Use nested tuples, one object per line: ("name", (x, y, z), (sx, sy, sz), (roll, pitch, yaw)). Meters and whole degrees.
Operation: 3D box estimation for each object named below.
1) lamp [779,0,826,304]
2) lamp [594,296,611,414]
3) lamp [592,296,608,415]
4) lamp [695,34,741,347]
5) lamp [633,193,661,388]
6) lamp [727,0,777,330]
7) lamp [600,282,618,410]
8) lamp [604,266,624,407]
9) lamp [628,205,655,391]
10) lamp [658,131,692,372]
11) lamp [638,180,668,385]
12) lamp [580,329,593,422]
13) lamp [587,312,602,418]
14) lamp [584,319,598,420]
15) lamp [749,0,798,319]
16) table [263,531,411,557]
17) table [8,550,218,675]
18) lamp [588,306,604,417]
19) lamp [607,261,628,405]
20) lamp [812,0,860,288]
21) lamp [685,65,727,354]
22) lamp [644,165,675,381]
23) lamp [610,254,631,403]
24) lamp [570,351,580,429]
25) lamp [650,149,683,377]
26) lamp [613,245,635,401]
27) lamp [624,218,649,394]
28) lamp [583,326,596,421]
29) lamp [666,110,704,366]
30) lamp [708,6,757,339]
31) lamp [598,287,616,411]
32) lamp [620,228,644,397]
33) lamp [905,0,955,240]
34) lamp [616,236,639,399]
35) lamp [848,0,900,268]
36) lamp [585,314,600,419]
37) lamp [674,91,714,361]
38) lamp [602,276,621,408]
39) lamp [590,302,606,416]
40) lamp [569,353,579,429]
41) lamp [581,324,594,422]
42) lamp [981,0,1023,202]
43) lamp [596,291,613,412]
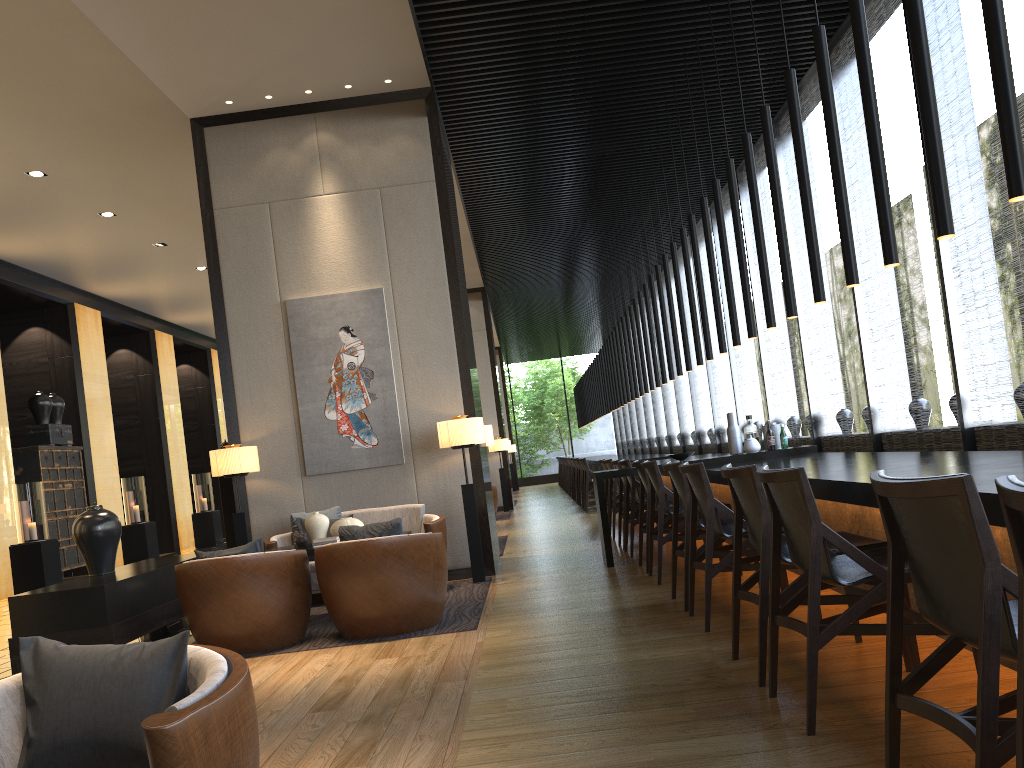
("lamp", (1.497, -1.630, 4.759), (0.060, 2.417, 0.060), (-7, -1, 6))
("lamp", (1.732, -0.630, 17.166), (0.060, 2.417, 0.060), (-6, -2, -34))
("lamp", (1.740, -0.597, 17.576), (0.060, 2.417, 0.060), (-6, -2, -34))
("lamp", (1.533, -1.478, 6.647), (0.060, 2.417, 0.060), (-7, -1, -4))
("lamp", (1.609, -1.154, 10.666), (0.060, 2.417, 0.060), (-7, -1, -4))
("lamp", (1.515, -1.553, 5.706), (0.060, 2.417, 0.060), (-7, -1, -4))
("lamp", (1.705, -0.746, 15.723), (0.060, 2.417, 0.060), (-6, -2, -34))
("lamp", (1.687, -0.823, 14.769), (0.060, 2.417, 0.060), (-6, -2, -34))
("lamp", (1.619, -1.111, 11.191), (0.060, 2.417, 0.060), (-7, -1, -4))
("lamp", (1.570, -1.319, 8.617), (0.060, 2.417, 0.060), (-7, -1, -4))
("lamp", (1.600, -1.195, 10.159), (0.060, 2.417, 0.060), (-7, -1, -4))
("lamp", (1.819, -0.260, 21.750), (0.060, 2.417, 0.060), (-6, -2, -34))
("lamp", (1.770, -0.468, 19.178), (0.060, 2.417, 0.060), (-6, -2, -34))
("lamp", (1.789, -0.386, 20.199), (0.060, 2.417, 0.060), (-6, -2, -34))
("lamp", (1.507, -1.589, 5.260), (0.060, 2.417, 0.060), (-7, -1, -4))
("table", (-1.236, 1.385, 6.266), (1.042, 0.516, 0.577), (-7, -3, 1))
("table", (-2.617, 1.545, 6.146), (0.620, 0.512, 1.965), (-7, -4, 1))
("lamp", (1.760, -0.509, 18.664), (0.060, 2.417, 0.060), (-6, -2, -34))
("lamp", (1.677, -0.864, 14.261), (0.060, 2.417, 0.060), (-6, -2, -34))
("lamp", (1.488, -1.668, 4.281), (0.060, 2.417, 0.060), (-7, -1, -4))
("lamp", (1.542, -1.440, 7.112), (0.060, 2.417, 0.060), (-7, -1, -4))
("lamp", (1.590, -1.236, 9.646), (0.060, 2.417, 0.060), (-7, -1, -4))
("lamp", (1.667, -0.905, 13.749), (0.060, 2.417, 0.060), (-7, -1, -4))
("lamp", (1.915, 0.148, 26.819), (0.060, 2.417, 0.060), (-7, -1, 6))
("lamp", (1.580, -1.277, 9.132), (0.060, 2.417, 0.060), (-7, -1, -4))
("lamp", (1.658, -0.947, 13.235), (0.060, 2.417, 0.060), (-7, -1, -4))
("lamp", (1.629, -1.070, 11.705), (0.060, 2.417, 0.060), (-7, -1, -4))
("lamp", (1.799, -0.343, 20.723), (0.060, 2.417, 0.060), (-6, -2, -34))
("lamp", (1.560, -1.363, 8.066), (0.060, 2.417, 0.060), (-7, -1, -4))
("lamp", (1.524, -1.514, 6.191), (0.060, 2.417, 0.060), (-7, -1, -4))
("lamp", (1.713, -0.709, 16.179), (0.060, 2.417, 0.060), (-6, -2, -34))
("lamp", (1.638, -1.029, 12.218), (0.060, 2.417, 0.060), (-7, -1, -4))
("lamp", (1.470, -1.745, 3.333), (0.060, 2.417, 0.060), (-7, -1, -4))
("lamp", (1.648, -0.988, 12.726), (0.060, 2.417, 0.060), (-7, -1, -4))
("lamp", (1.480, -1.705, 3.827), (0.060, 2.417, 0.060), (-7, -1, 6))
("lamp", (1.780, -0.426, 19.691), (0.060, 2.417, 0.060), (-6, -2, -34))
("lamp", (1.552, -1.398, 7.634), (0.060, 2.417, 0.060), (-7, -1, -4))
("lamp", (1.696, -0.782, 15.276), (0.060, 2.417, 0.060), (-6, -2, -34))
("lamp", (1.751, -0.551, 18.149), (0.060, 2.417, 0.060), (-6, -2, -34))
("lamp", (1.924, 0.189, 27.333), (0.060, 2.417, 0.060), (-7, -1, 6))
("lamp", (1.809, -0.302, 21.237), (0.060, 2.417, 0.060), (-6, -2, -34))
("lamp", (1.461, -1.784, 2.839), (0.060, 2.417, 0.060), (-7, -1, 6))
("lamp", (1.722, -0.672, 16.644), (0.060, 2.417, 0.060), (-6, -2, -34))
